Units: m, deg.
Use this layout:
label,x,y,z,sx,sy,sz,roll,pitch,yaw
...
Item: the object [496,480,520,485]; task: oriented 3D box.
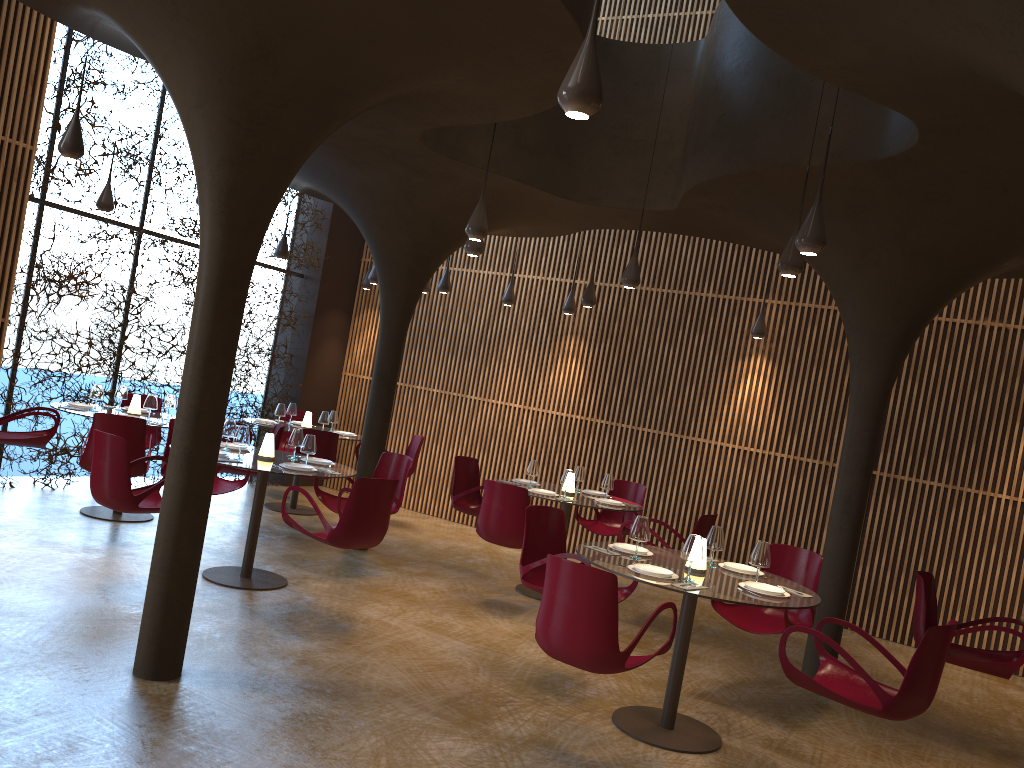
label,x,y,z,sx,sy,sz,roll,pitch,yaw
object,-0.037,1.084,9.733,0.261,0.017,0.127,10,0,36

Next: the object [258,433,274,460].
label,x,y,z,sx,sy,sz,roll,pitch,yaw
object,-2.240,0.569,8.139,0.142,0.232,0.144,10,1,-15

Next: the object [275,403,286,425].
label,x,y,z,sx,sy,sz,roll,pitch,yaw
object,-3.099,0.409,11.844,0.141,0.295,0.142,11,1,29

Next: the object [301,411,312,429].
label,x,y,z,sx,sy,sz,roll,pitch,yaw
object,-2.796,0.496,12.123,0.144,0.232,0.142,10,1,5

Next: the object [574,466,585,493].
label,x,y,z,sx,sy,sz,roll,pitch,yaw
object,0.755,1.080,10.042,0.141,0.295,0.142,11,1,30

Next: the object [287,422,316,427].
label,x,y,z,sx,sy,sz,roll,pitch,yaw
object,-2.997,0.572,12.622,0.411,0.012,0.204,10,0,-18

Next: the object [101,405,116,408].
label,x,y,z,sx,sy,sz,roll,pitch,yaw
object,-4.690,0.265,10.314,0.126,0.017,0.261,10,0,-14

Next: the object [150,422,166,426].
label,x,y,z,sx,sy,sz,roll,pitch,yaw
object,-3.758,0.424,9.417,0.126,0.017,0.261,10,0,-10

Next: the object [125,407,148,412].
label,x,y,z,sx,sy,sz,roll,pitch,yaw
object,-4.394,0.300,10.368,0.263,0.029,0.262,10,0,-23

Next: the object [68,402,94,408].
label,x,y,z,sx,sy,sz,roll,pitch,yaw
object,-4.720,0.238,9.701,0.263,0.029,0.263,10,0,1

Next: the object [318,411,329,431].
label,x,y,z,sx,sy,sz,roll,pitch,yaw
object,-2.510,0.513,11.828,0.142,0.295,0.141,10,1,-11

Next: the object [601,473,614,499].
label,x,y,z,sx,sy,sz,roll,pitch,yaw
object,1.037,1.127,9.665,0.142,0.295,0.141,10,1,-17

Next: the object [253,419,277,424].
label,x,y,z,sx,sy,sz,roll,pitch,yaw
object,-3.327,0.508,11.953,0.331,0.014,0.332,10,0,11

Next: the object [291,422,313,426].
label,x,y,z,sx,sy,sz,roll,pitch,yaw
object,-3.001,0.570,12.620,0.331,0.014,0.332,10,0,22

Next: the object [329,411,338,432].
label,x,y,z,sx,sy,sz,roll,pitch,yaw
object,-2.487,0.520,12.302,0.142,0.295,0.141,9,1,-43

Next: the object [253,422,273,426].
label,x,y,z,sx,sy,sz,roll,pitch,yaw
object,-3.268,0.524,11.657,0.262,0.017,0.126,10,0,-15

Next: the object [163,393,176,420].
label,x,y,z,sx,sy,sz,roll,pitch,yaw
object,-3.882,0.260,10.050,0.142,0.295,0.141,10,1,-20

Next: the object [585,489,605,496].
label,x,y,z,sx,sy,sz,roll,pitch,yaw
object,0.953,1.244,10.113,0.262,0.029,0.263,10,0,40

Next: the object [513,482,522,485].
label,x,y,z,sx,sy,sz,roll,pitch,yaw
object,0.157,1.114,9.970,0.204,0.012,0.411,10,0,32

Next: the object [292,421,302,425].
label,x,y,z,sx,sy,sz,roll,pitch,yaw
object,-2.999,0.561,12.620,0.263,0.029,0.263,10,0,-17

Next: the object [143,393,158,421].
label,x,y,z,sx,sy,sz,roll,pitch,yaw
object,-3.905,0.253,9.576,0.142,0.295,0.141,9,1,-45

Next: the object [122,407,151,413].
label,x,y,z,sx,sy,sz,roll,pitch,yaw
object,-4.395,0.310,10.368,0.331,0.014,0.332,10,0,22

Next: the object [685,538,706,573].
label,x,y,z,sx,sy,sz,roll,pitch,yaw
object,1.290,1.181,6.142,0.142,0.232,0.144,10,1,5

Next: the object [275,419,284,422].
label,x,y,z,sx,sy,sz,roll,pitch,yaw
object,-3.295,0.525,12.566,0.126,0.017,0.261,10,0,-14

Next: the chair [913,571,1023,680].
label,x,y,z,sx,sy,sz,roll,pitch,yaw
chair,3.573,1.886,6.923,0.870,0.636,0.626,10,0,35

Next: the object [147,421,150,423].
label,x,y,z,sx,sy,sz,roll,pitch,yaw
object,-4.057,0.365,9.381,0.411,0.012,0.204,10,0,-14

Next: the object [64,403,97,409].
label,x,y,z,sx,sy,sz,roll,pitch,yaw
object,-4.722,0.248,9.701,0.331,0.014,0.332,10,0,11

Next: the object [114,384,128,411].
label,x,y,z,sx,sy,sz,roll,pitch,yaw
object,-4.482,0.154,10.161,0.141,0.295,0.142,11,1,41

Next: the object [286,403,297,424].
label,x,y,z,sx,sy,sz,roll,pitch,yaw
object,-3.088,0.415,12.413,0.141,0.295,0.142,11,1,30

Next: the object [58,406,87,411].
label,x,y,z,sx,sy,sz,roll,pitch,yaw
object,-4.663,0.264,9.405,0.262,0.017,0.126,10,0,-15

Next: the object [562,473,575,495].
label,x,y,z,sx,sy,sz,roll,pitch,yaw
object,0.630,1.087,9.707,0.142,0.232,0.144,10,1,15

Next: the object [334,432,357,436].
label,x,y,z,sx,sy,sz,roll,pitch,yaw
object,-2.300,0.692,12.214,0.331,0.014,0.332,10,0,3

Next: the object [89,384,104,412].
label,x,y,z,sx,sy,sz,roll,pitch,yaw
object,-4.494,0.148,9.592,0.141,0.295,0.142,11,1,29

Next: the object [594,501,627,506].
label,x,y,z,sx,sy,sz,roll,pitch,yaw
object,1.040,1.267,9.433,0.204,0.012,0.411,10,0,36

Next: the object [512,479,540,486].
label,x,y,z,sx,sy,sz,roll,pitch,yaw
object,0.155,1.112,9.966,0.331,0.014,0.332,10,0,43

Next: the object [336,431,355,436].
label,x,y,z,sx,sy,sz,roll,pitch,yaw
object,-2.298,0.682,12.214,0.262,0.029,0.263,10,0,32

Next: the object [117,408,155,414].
label,x,y,z,sx,sy,sz,roll,pitch,yaw
object,-4.391,0.312,10.370,0.411,0.012,0.204,10,0,-18

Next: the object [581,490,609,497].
label,x,y,z,sx,sy,sz,roll,pitch,yaw
object,0.951,1.254,10.114,0.331,0.014,0.332,10,0,28

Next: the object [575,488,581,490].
label,x,y,z,sx,sy,sz,roll,pitch,yaw
object,0.703,1.218,10.282,0.126,0.017,0.262,10,0,31

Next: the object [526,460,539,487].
label,x,y,z,sx,sy,sz,roll,pitch,yaw
object,0.224,0.984,9.735,0.142,0.295,0.142,10,1,1

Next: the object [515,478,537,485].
label,x,y,z,sx,sy,sz,roll,pitch,yaw
object,0.157,1.103,9.966,0.263,0.029,0.262,10,0,-25

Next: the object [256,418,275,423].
label,x,y,z,sx,sy,sz,roll,pitch,yaw
object,-3.326,0.499,11.953,0.263,0.029,0.263,10,0,17

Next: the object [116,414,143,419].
label,x,y,z,sx,sy,sz,roll,pitch,yaw
object,-4.051,0.355,9.382,0.263,0.029,0.263,10,0,-10

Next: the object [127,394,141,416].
label,x,y,z,sx,sy,sz,roll,pitch,yaw
object,-4.191,0.235,9.871,0.142,0.232,0.144,10,1,-5
